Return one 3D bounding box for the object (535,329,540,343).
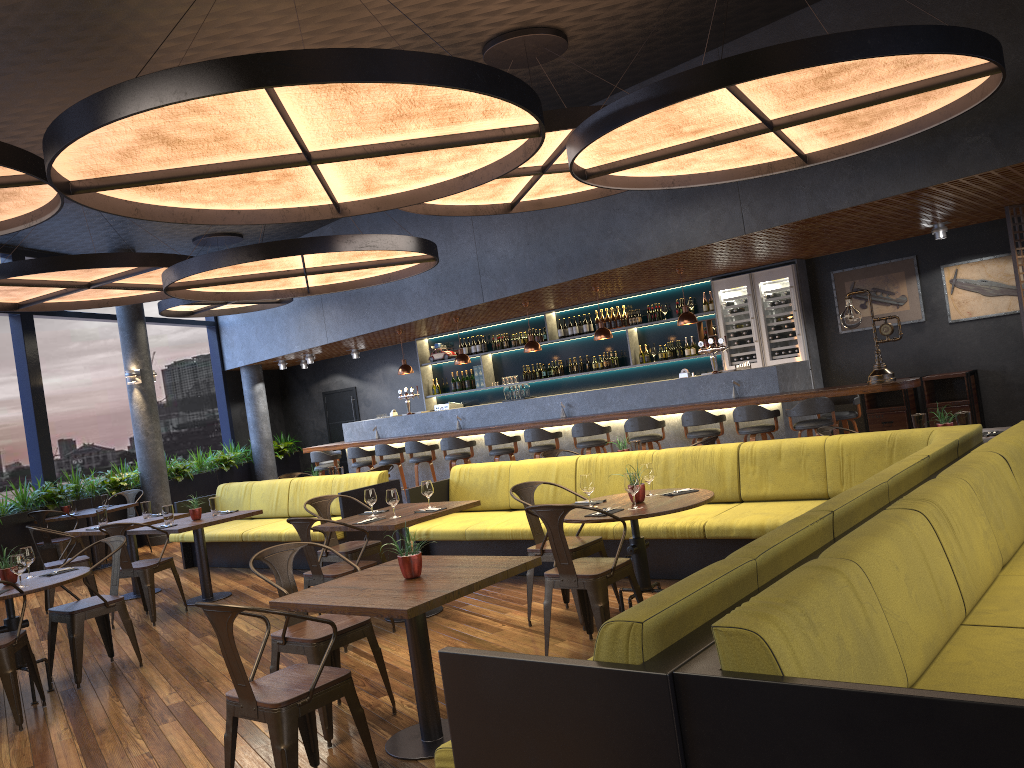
[{"bbox_3d":[0.402,-0.766,14.225,0.068,0.217,0.068,-8,0,24],"label":"object"}]

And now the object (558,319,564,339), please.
[{"bbox_3d":[0.763,-0.867,13.962,0.085,0.310,0.086,-8,0,-24],"label":"object"}]

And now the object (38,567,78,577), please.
[{"bbox_3d":[-3.118,1.287,6.061,0.157,0.019,0.255,-8,0,37],"label":"object"}]

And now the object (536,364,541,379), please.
[{"bbox_3d":[0.425,-0.201,14.386,0.063,0.254,0.063,-8,0,-23],"label":"object"}]

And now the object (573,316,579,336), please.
[{"bbox_3d":[0.986,-0.900,13.783,0.085,0.310,0.086,-8,0,-24],"label":"object"}]

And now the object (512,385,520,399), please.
[{"bbox_3d":[0.065,0.120,12.312,0.105,0.209,0.105,-8,0,-16],"label":"object"}]

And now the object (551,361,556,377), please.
[{"bbox_3d":[0.660,-0.237,14.154,0.063,0.254,0.063,-8,0,-33],"label":"object"}]

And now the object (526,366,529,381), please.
[{"bbox_3d":[0.258,-0.176,14.574,0.063,0.254,0.063,-8,0,31],"label":"object"}]

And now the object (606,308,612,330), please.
[{"bbox_3d":[1.450,-0.980,13.393,0.084,0.330,0.084,-8,0,-44],"label":"object"}]

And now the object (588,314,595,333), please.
[{"bbox_3d":[1.214,-0.933,13.722,0.085,0.310,0.086,-8,0,-10],"label":"object"}]

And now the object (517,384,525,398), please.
[{"bbox_3d":[0.131,0.110,12.191,0.105,0.209,0.105,-8,0,-16],"label":"object"}]

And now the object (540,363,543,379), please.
[{"bbox_3d":[0.477,-0.209,14.458,0.063,0.254,0.063,-8,0,11],"label":"object"}]

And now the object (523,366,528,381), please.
[{"bbox_3d":[0.206,-0.169,14.491,0.063,0.254,0.063,-8,0,11],"label":"object"}]

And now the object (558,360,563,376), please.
[{"bbox_3d":[0.761,-0.252,14.062,0.063,0.254,0.063,-8,0,-9],"label":"object"}]

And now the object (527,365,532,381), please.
[{"bbox_3d":[0.283,-0.181,14.427,0.063,0.254,0.063,-8,0,26],"label":"object"}]

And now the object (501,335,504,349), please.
[{"bbox_3d":[-0.154,-0.700,14.824,0.063,0.254,0.063,-8,0,11],"label":"object"}]

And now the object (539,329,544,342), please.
[{"bbox_3d":[0.466,-0.774,14.294,0.068,0.217,0.068,-9,0,44],"label":"object"}]

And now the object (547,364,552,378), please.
[{"bbox_3d":[0.616,-0.214,14.331,0.088,0.224,0.088,-8,0,13],"label":"object"}]

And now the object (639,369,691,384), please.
[{"bbox_3d":[1.805,-0.089,10.842,0.766,0.106,0.200,-9,0,39],"label":"object"}]

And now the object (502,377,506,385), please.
[{"bbox_3d":[-0.129,-0.052,14.821,0.084,0.119,0.084,-8,0,-6],"label":"object"}]

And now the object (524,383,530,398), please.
[{"bbox_3d":[0.197,0.101,12.286,0.105,0.209,0.105,-8,0,-16],"label":"object"}]

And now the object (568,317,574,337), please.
[{"bbox_3d":[0.916,-0.890,13.843,0.085,0.310,0.086,-8,0,-18],"label":"object"}]

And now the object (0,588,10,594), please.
[{"bbox_3d":[-3.236,1.300,5.512,0.157,0.019,0.255,-8,0,-9],"label":"object"}]

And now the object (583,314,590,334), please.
[{"bbox_3d":[1.137,-0.923,13.663,0.085,0.310,0.086,-8,0,-18],"label":"object"}]

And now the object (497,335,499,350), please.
[{"bbox_3d":[-0.226,-0.689,14.879,0.063,0.254,0.063,-8,0,16],"label":"object"}]

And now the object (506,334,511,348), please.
[{"bbox_3d":[-0.071,-0.712,14.767,0.063,0.254,0.063,-8,0,-13],"label":"object"}]

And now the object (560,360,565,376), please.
[{"bbox_3d":[0.795,-0.257,14.140,0.063,0.254,0.063,-8,0,11],"label":"object"}]

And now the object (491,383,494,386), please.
[{"bbox_3d":[-0.329,0.008,14.962,0.042,0.059,0.042,-8,0,1],"label":"object"}]

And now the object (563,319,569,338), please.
[{"bbox_3d":[0.844,-0.878,14.018,0.085,0.310,0.086,-8,0,-37],"label":"object"}]

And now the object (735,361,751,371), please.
[{"bbox_3d":[2.640,-0.207,10.138,0.177,0.091,0.091,-8,0,14],"label":"object"}]

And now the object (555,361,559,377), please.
[{"bbox_3d":[0.716,-0.244,14.212,0.063,0.254,0.063,-8,0,-18],"label":"object"}]

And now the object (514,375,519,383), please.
[{"bbox_3d":[0.071,-0.082,14.658,0.084,0.119,0.084,-8,0,-6],"label":"object"}]

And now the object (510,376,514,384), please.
[{"bbox_3d":[0.003,-0.072,14.713,0.084,0.119,0.084,-8,0,-6],"label":"object"}]

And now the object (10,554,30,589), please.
[{"bbox_3d":[-3.137,1.192,5.645,0.097,0.206,0.097,-8,0,-44],"label":"object"}]

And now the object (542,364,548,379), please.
[{"bbox_3d":[0.524,-0.201,14.261,0.088,0.224,0.088,-8,0,-37],"label":"object"}]

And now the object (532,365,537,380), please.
[{"bbox_3d":[0.354,-0.190,14.496,0.063,0.254,0.063,-8,0,-4],"label":"object"}]

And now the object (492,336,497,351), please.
[{"bbox_3d":[-0.302,-0.678,14.802,0.063,0.254,0.063,-8,0,21],"label":"object"}]

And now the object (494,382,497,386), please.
[{"bbox_3d":[-0.279,0.000,14.875,0.042,0.059,0.042,-8,0,1],"label":"object"}]

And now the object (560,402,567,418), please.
[{"bbox_3d":[0.663,0.335,11.529,0.114,0.203,0.069,-8,0,28],"label":"object"}]

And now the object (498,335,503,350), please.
[{"bbox_3d":[-0.196,-0.694,14.752,0.063,0.254,0.063,-8,0,11],"label":"object"}]

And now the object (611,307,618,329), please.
[{"bbox_3d":[1.526,-0.992,13.325,0.084,0.330,0.084,-8,0,-44],"label":"object"}]

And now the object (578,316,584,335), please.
[{"bbox_3d":[1.067,-0.911,13.839,0.085,0.310,0.086,-8,0,-40],"label":"object"}]

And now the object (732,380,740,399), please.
[{"bbox_3d":[2.522,0.057,10.024,0.114,0.203,0.069,-8,0,-17],"label":"object"}]

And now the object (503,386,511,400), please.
[{"bbox_3d":[-0.058,0.138,12.350,0.105,0.209,0.105,-8,0,-16],"label":"object"}]

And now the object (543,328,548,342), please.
[{"bbox_3d":[0.532,-0.788,14.155,0.088,0.224,0.088,-8,0,-37],"label":"object"}]

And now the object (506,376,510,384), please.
[{"bbox_3d":[-0.063,-0.062,14.767,0.084,0.119,0.084,-8,0,-6],"label":"object"}]

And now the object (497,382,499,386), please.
[{"bbox_3d":[-0.238,-0.005,14.889,0.042,0.059,0.042,-8,0,1],"label":"object"}]

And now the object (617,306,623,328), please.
[{"bbox_3d":[1.602,-1.003,13.267,0.084,0.330,0.084,-8,0,-44],"label":"object"}]

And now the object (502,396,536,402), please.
[{"bbox_3d":[0.099,0.211,12.330,0.437,0.019,0.273,-9,0,39],"label":"object"}]

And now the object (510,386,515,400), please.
[{"bbox_3d":[0.018,0.127,12.427,0.105,0.209,0.105,-8,0,-16],"label":"object"}]
